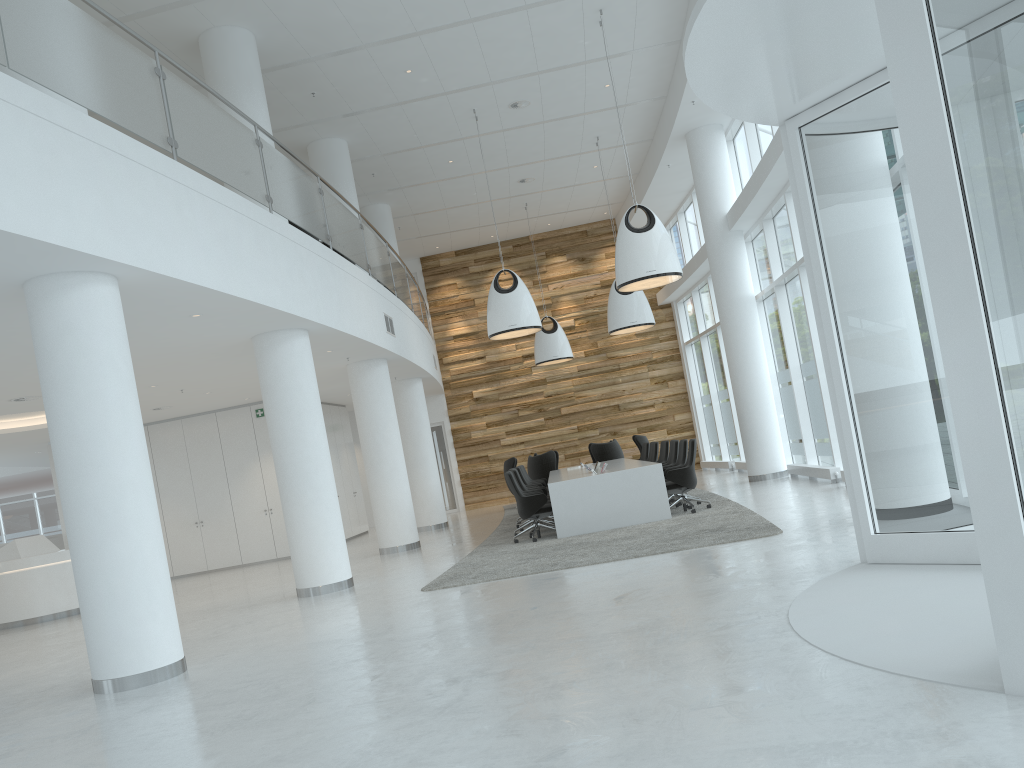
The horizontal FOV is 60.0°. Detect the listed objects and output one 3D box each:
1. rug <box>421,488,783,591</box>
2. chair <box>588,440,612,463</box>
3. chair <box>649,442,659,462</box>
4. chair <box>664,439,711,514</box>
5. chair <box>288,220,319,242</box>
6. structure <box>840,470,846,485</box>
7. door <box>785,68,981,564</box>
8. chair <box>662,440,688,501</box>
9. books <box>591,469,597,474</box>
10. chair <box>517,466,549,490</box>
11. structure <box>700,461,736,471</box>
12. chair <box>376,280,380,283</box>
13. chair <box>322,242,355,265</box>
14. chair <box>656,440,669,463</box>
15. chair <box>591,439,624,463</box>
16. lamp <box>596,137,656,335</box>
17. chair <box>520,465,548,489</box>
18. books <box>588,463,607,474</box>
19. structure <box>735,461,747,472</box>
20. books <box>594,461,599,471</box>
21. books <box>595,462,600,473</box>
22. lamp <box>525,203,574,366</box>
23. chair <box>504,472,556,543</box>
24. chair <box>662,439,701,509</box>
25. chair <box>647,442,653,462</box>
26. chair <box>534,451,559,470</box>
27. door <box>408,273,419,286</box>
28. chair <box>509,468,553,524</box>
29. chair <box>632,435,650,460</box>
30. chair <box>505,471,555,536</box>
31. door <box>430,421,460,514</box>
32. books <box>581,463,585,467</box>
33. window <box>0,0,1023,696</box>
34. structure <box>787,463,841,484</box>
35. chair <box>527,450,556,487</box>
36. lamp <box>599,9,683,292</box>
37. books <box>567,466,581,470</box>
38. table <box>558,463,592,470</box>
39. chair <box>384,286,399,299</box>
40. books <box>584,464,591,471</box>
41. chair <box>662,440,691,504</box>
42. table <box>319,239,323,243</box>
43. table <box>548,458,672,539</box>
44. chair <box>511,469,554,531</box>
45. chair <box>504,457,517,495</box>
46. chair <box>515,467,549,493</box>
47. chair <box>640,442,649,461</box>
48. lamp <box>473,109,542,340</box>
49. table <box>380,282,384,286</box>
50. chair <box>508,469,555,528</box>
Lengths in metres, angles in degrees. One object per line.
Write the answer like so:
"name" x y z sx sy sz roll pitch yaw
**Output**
"rug" 1.354 2.183 15.127 3.941 0.010 13.474 -11 -5 2
"chair" 2.089 1.934 20.931 0.918 1.151 0.915 -11 -2 22
"chair" 2.407 1.558 15.889 0.674 0.965 0.686 -10 -2 2
"chair" 2.271 1.263 11.975 0.675 0.965 0.686 -11 -2 7
"chair" -3.005 -1.945 11.666 0.912 1.151 0.920 -10 -2 -7
"structure" 4.273 1.160 10.406 0.150 0.213 2.692 -11 -5 6
"door" 3.308 -0.639 4.419 3.004 3.106 2.995 -11 -3 12
"chair" 2.437 1.428 14.365 0.675 0.965 0.686 -11 -2 7
"books" 1.205 1.304 12.565 0.143 0.226 0.204 -10 -2 1
"chair" 0.464 1.985 16.781 0.674 0.965 0.686 -10 -2 2
"structure" 4.786 1.904 20.651 0.150 0.213 2.697 -10 -5 -2
"chair" -2.741 -1.687 15.416 0.912 1.151 0.921 -10 -2 -10
"chair" -2.818 -1.840 13.365 0.913 1.151 0.920 -10 -2 -4
"chair" 2.454 1.489 15.150 0.673 0.965 0.687 -10 -2 -3
"chair" 1.988 1.787 18.902 0.909 1.151 0.924 -9 -3 -38
"lamp" 1.909 -2.794 16.524 0.879 3.642 0.890 -9 -1 -44
"chair" 0.504 2.044 17.593 0.675 0.965 0.686 -11 -2 7
"books" 1.289 1.319 13.057 0.232 0.275 0.595 -11 -4 22
"structure" 4.792 1.644 17.491 0.150 0.213 2.695 -10 -5 1
"books" 1.410 1.429 14.978 0.139 0.229 0.357 -10 -3 2
"books" 1.430 1.445 14.996 0.158 0.241 0.353 -10 -3 2
"lamp" 0.634 -2.277 19.992 0.890 3.642 0.879 -11 -1 41
"chair" 0.278 1.628 11.992 0.673 0.965 0.687 -10 -2 -3
"chair" 2.312 1.322 12.788 0.674 0.965 0.686 -10 -2 2
"chair" 2.489 1.609 16.700 0.674 0.965 0.686 -10 -2 2
"chair" 0.942 2.148 20.981 0.909 1.151 0.924 -9 -3 -38
"door" -3.149 -1.573 23.306 1.807 2.398 0.132 -11 -1 5
"chair" 0.338 1.879 15.204 0.675 0.965 0.686 -11 -2 7
"chair" 2.694 1.741 19.914 0.915 1.151 0.917 -10 -2 -8
"chair" 0.287 1.698 12.869 0.674 0.965 0.686 -10 -2 2
"door" -2.437 2.320 23.258 1.807 2.398 0.132 -11 -1 5
"books" 1.423 1.631 17.095 0.139 0.223 0.162 -10 -2 2
"window" -15.588 2.556 20.094 63.367 6.132 30.669 -14 -6 42
"structure" 4.601 1.359 13.566 0.150 0.213 2.693 -10 -5 4
"chair" 0.826 2.006 18.983 0.918 1.151 0.915 -11 -2 22
"lamp" 1.493 -3.111 11.712 0.879 3.642 0.890 -10 -1 -42
"books" 1.173 1.591 16.835 0.225 0.026 0.263 -11 -5 12
"table" 1.495 2.188 19.932 0.803 0.695 0.797 -12 -3 27
"chair" -2.638 -1.566 17.123 0.912 1.151 0.920 -10 -2 -7
"books" 1.336 1.494 15.338 0.153 0.238 0.191 -10 -2 2
"chair" 2.340 1.383 13.607 0.674 0.965 0.686 -10 -2 2
"table" -2.862 -1.697 12.486 0.798 0.753 0.802 -10 -3 -8
"table" 1.423 1.767 14.786 1.501 0.738 6.570 -10 -5 2
"chair" 0.369 1.749 13.680 0.674 0.965 0.686 -10 -2 2
"chair" 0.314 2.182 19.998 0.915 1.151 0.917 -10 -2 -8
"chair" 0.435 1.924 15.962 0.674 0.965 0.686 -10 -2 2
"chair" 2.497 1.679 17.577 0.673 0.965 0.687 -10 -2 -3
"lamp" -0.269 -2.586 14.203 0.879 3.642 0.890 -10 -1 -42
"table" -2.638 -1.431 16.240 0.805 0.753 0.795 -13 -4 42
"chair" 0.321 1.818 14.419 0.673 0.965 0.687 -10 -2 -3
